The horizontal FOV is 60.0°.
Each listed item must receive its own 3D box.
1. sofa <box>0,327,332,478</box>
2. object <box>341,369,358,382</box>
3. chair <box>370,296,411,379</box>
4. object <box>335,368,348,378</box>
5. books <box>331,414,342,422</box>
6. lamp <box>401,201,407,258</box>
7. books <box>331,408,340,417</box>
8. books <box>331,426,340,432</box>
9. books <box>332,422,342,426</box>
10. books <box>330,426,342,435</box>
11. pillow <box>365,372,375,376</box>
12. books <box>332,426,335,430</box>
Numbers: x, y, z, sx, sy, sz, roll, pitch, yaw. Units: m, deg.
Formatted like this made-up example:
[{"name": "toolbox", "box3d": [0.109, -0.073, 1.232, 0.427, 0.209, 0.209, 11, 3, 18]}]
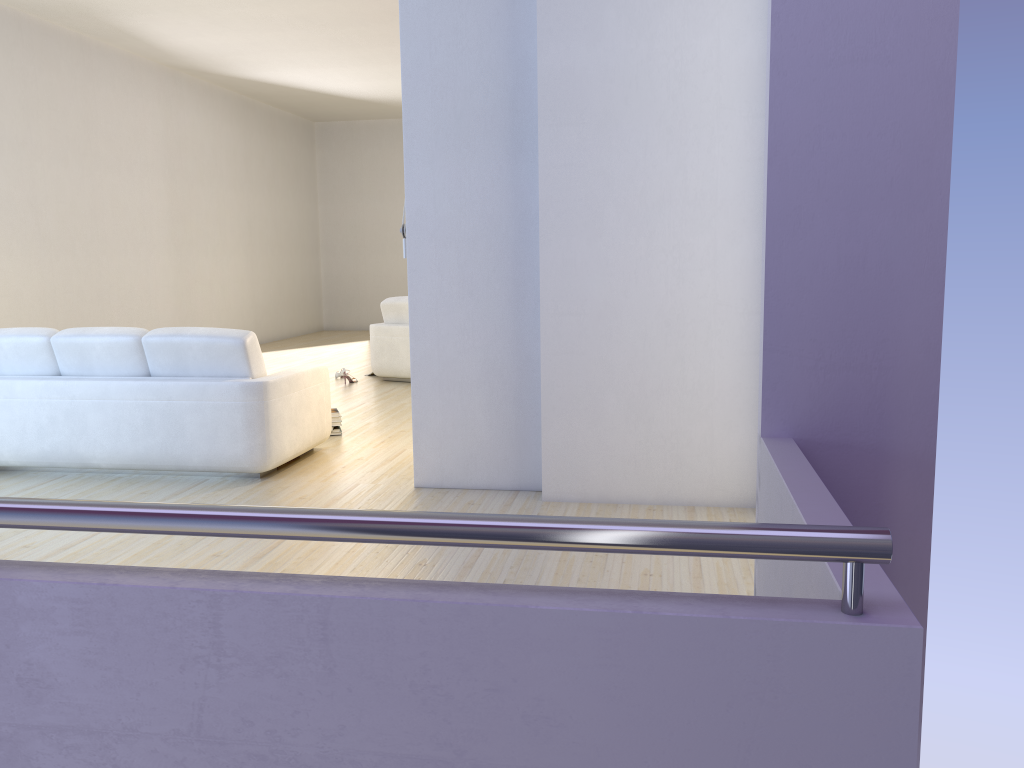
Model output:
[{"name": "sofa", "box3d": [-2.322, 0.054, 5.511, 2.166, 0.862, 0.941, 1, 8, 10]}, {"name": "object", "box3d": [-1.637, -0.087, 8.947, 0.089, 0.149, 0.265, 2, 9, 23]}, {"name": "chair", "box3d": [-0.861, -0.505, 9.151, 0.919, 0.828, 0.941, 4, 9, 30]}, {"name": "object", "box3d": [-1.789, -0.117, 9.434, 0.121, 0.091, 0.287, 0, 8, 9]}, {"name": "books", "box3d": [-1.390, 0.240, 6.321, 0.319, 0.038, 0.247, -4, 9, -19]}, {"name": "lamp", "box3d": [-0.451, -0.476, 5.233, 0.204, 1.841, 0.891, 0, 8, 6]}, {"name": "books", "box3d": [-1.385, 0.209, 6.318, 0.287, 0.025, 0.247, -3, 8, -16]}, {"name": "books", "box3d": [-1.383, 0.320, 6.334, 0.287, 0.018, 0.247, -3, 8, -16]}, {"name": "books", "box3d": [-1.390, 0.272, 6.326, 0.328, 0.027, 0.247, -3, 8, -15]}, {"name": "books", "box3d": [-1.389, 0.339, 6.335, 0.328, 0.018, 0.247, -3, 8, -15]}, {"name": "pillow", "box3d": [-1.277, -0.263, 9.627, 0.312, 0.315, 0.615, 5, 10, 36]}, {"name": "books", "box3d": [-1.408, 0.300, 6.328, 0.287, 0.025, 0.247, -2, 8, -6]}]
